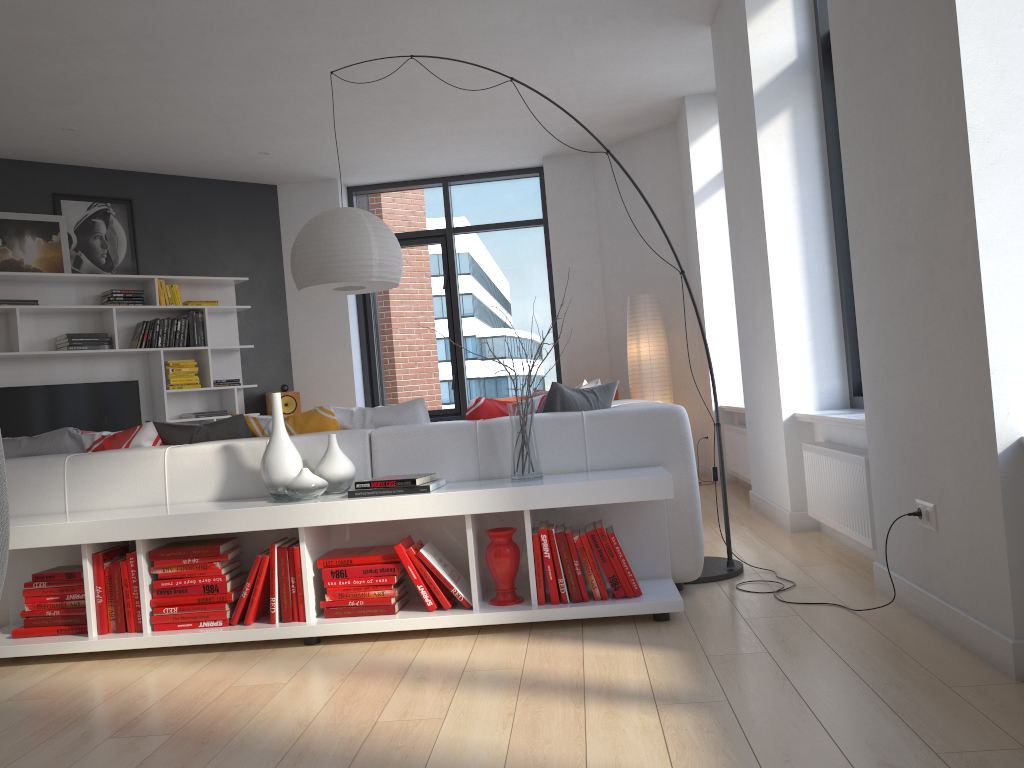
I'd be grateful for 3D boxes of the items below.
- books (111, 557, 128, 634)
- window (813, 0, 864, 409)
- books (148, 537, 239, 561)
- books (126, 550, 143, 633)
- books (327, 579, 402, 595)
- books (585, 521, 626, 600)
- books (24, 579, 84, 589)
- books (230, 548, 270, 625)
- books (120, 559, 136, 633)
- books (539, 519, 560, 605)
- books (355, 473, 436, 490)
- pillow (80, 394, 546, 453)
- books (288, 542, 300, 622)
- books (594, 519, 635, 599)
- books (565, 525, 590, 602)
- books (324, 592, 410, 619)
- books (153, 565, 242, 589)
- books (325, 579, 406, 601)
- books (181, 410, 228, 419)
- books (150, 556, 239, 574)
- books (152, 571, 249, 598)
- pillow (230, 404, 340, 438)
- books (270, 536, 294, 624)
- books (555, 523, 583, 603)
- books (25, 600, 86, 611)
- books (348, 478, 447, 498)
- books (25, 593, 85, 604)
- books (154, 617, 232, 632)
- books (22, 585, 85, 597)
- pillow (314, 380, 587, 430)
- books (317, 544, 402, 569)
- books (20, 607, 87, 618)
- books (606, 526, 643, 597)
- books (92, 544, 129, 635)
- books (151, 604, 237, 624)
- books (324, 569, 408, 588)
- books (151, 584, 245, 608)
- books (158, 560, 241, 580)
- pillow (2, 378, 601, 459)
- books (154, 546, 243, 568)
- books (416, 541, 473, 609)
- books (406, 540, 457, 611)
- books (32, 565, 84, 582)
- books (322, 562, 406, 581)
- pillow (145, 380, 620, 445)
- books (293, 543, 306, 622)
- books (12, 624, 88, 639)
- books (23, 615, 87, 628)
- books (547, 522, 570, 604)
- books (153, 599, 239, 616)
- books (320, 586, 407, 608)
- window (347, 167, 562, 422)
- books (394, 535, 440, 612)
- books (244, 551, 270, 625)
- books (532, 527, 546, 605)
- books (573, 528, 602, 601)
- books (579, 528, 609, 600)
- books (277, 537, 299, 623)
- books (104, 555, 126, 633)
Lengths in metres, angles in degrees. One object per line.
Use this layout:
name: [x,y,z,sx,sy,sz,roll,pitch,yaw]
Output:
books: [-1.413,0.770,3.296,0.034,0.259,0.207,-5,-1,4]
window: [1.646,-1.085,3.845,0.170,2.402,1.310,-5,-1,4]
books: [-1.172,0.608,3.280,0.259,0.034,0.206,-5,-1,1]
books: [-1.342,0.748,3.286,0.049,0.291,0.214,-5,-1,4]
books: [-0.533,0.727,3.224,0.236,0.023,0.178,-5,-1,4]
books: [0.330,0.623,3.153,0.119,0.249,0.187,-5,-1,4]
books: [-1.674,0.739,3.361,0.254,0.025,0.178,-5,-1,3]
books: [-0.939,0.734,3.243,0.144,0.247,0.188,-5,-1,4]
books: [-1.375,0.766,3.283,0.042,0.259,0.195,-5,-1,4]
books: [0.135,0.629,3.155,0.050,0.268,0.198,-5,-1,4]
books: [-0.418,0.351,3.205,0.238,0.027,0.188,-5,-1,17]
pillow: [-0.870,0.329,3.927,2.250,0.449,0.575,-5,-1,1]
books: [-0.768,0.711,3.231,0.028,0.266,0.188,-5,-1,4]
books: [0.363,0.616,3.154,0.116,0.255,0.198,-5,-1,4]
books: [0.231,0.634,3.144,0.066,0.247,0.175,-5,-1,4]
books: [-0.525,0.805,3.232,0.259,0.034,0.206,-5,-1,7]
books: [-1.155,0.711,3.273,0.261,0.027,0.191,-5,-1,0]
books: [-0.529,0.750,3.232,0.257,0.025,0.182,-5,-1,4]
books: [-2.659,0.266,7.665,0.250,0.047,0.310,-6,-1,44]
books: [-1.169,0.663,3.278,0.257,0.025,0.182,-5,-1,4]
books: [-1.149,0.743,3.289,0.279,0.039,0.206,-5,-1,5]
pillow: [-0.308,0.277,4.432,2.095,0.440,0.630,-4,-1,-39]
books: [-0.837,0.710,3.229,0.046,0.282,0.199,-5,-1,4]
books: [0.202,0.633,3.156,0.076,0.252,0.199,-5,-1,4]
books: [-1.664,0.817,3.356,0.257,0.025,0.182,-5,-1,4]
books: [-0.413,0.378,3.229,0.300,0.026,0.245,-5,-1,9]
books: [-1.670,0.792,3.373,0.261,0.028,0.191,-5,-1,4]
books: [-1.139,0.862,3.264,0.274,0.029,0.200,-5,-1,4]
books: [-1.671,0.765,3.357,0.269,0.028,0.179,-5,-1,5]
pillow: [-0.095,0.244,4.668,0.580,0.456,2.156,-5,-1,30]
books: [-0.538,0.634,3.270,0.301,0.032,0.227,-5,-1,4]
books: [-1.673,0.843,3.350,0.266,0.026,0.187,-5,-1,10]
books: [0.398,0.626,3.153,0.103,0.230,0.173,-5,-1,4]
books: [-1.482,0.760,3.298,0.036,0.294,0.208,-5,-1,4]
books: [-1.140,0.833,3.246,0.282,0.030,0.188,-5,-1,5]
books: [-0.526,0.701,3.228,0.261,0.027,0.191,-5,-1,8]
books: [-1.140,0.778,3.287,0.301,0.032,0.227,-5,-1,4]
books: [-1.149,0.684,3.268,0.236,0.023,0.178,-5,-1,4]
pillow: [-0.945,0.310,4.265,2.953,0.453,0.647,-5,-1,-8]
books: [-1.152,0.636,3.270,0.266,0.026,0.187,-5,-1,-2]
books: [-0.230,0.686,3.193,0.186,0.223,0.188,-5,-1,4]
books: [-0.286,0.685,3.197,0.148,0.232,0.171,-5,-1,6]
books: [-1.670,0.712,3.351,0.206,0.029,0.152,-5,-1,10]
books: [-0.530,0.668,3.245,0.279,0.039,0.206,-5,-1,3]
pillow: [-0.548,0.275,3.912,2.120,0.436,0.608,-5,-1,0]
books: [-0.742,0.706,3.214,0.028,0.269,0.181,-5,-1,4]
books: [-1.675,0.907,3.350,0.301,0.032,0.227,-5,-1,4]
books: [-1.661,0.872,3.357,0.259,0.034,0.206,-5,-1,7]
books: [0.166,0.632,3.151,0.056,0.262,0.185,-5,-1,4]
books: [-1.144,0.806,3.251,0.266,0.026,0.187,-5,-1,3]
books: [-0.537,0.776,3.225,0.266,0.026,0.187,-5,-1,10]
window: [-0.550,-0.831,8.739,1.960,2.402,0.170,-5,-1,4]
books: [-0.334,0.681,3.207,0.134,0.248,0.192,-5,-1,4]
books: [-0.898,0.730,3.233,0.115,0.245,0.192,-5,-1,4]
books: [0.098,0.641,3.150,0.026,0.250,0.168,-5,-1,4]
books: [0.267,0.637,3.147,0.081,0.230,0.165,-5,-1,4]
books: [0.291,0.634,3.148,0.083,0.233,0.178,-5,-1,4]
books: [-0.798,0.711,3.242,0.038,0.270,0.215,-5,-1,4]
books: [-1.446,0.774,3.298,0.031,0.255,0.181,-5,-1,4]
